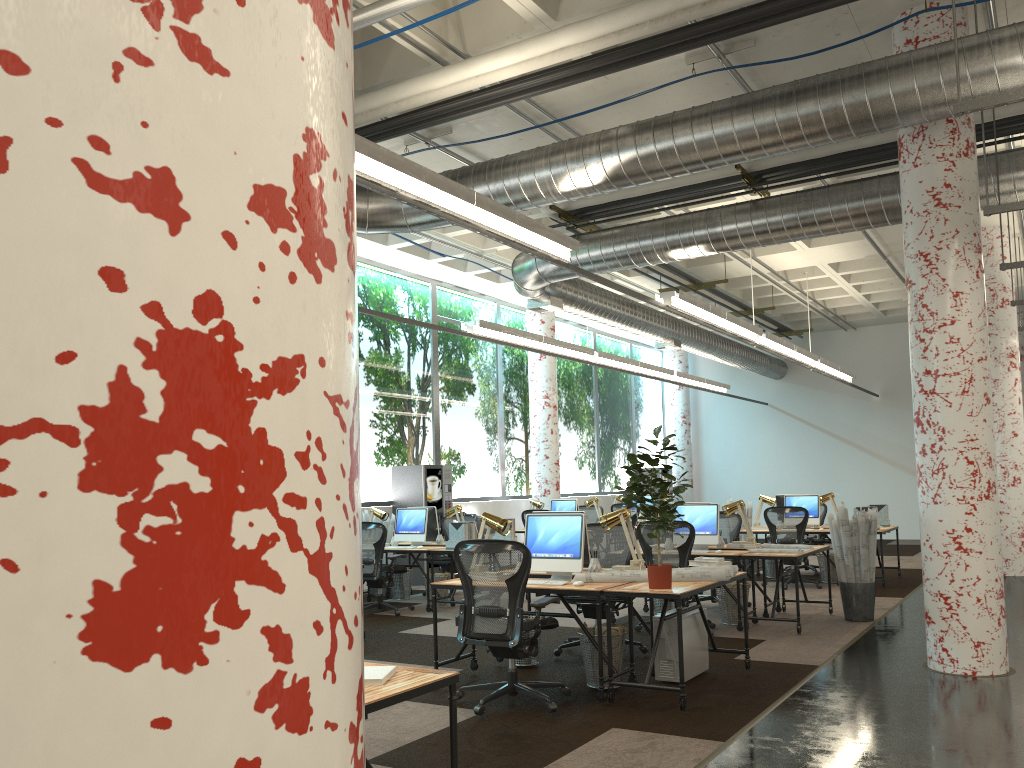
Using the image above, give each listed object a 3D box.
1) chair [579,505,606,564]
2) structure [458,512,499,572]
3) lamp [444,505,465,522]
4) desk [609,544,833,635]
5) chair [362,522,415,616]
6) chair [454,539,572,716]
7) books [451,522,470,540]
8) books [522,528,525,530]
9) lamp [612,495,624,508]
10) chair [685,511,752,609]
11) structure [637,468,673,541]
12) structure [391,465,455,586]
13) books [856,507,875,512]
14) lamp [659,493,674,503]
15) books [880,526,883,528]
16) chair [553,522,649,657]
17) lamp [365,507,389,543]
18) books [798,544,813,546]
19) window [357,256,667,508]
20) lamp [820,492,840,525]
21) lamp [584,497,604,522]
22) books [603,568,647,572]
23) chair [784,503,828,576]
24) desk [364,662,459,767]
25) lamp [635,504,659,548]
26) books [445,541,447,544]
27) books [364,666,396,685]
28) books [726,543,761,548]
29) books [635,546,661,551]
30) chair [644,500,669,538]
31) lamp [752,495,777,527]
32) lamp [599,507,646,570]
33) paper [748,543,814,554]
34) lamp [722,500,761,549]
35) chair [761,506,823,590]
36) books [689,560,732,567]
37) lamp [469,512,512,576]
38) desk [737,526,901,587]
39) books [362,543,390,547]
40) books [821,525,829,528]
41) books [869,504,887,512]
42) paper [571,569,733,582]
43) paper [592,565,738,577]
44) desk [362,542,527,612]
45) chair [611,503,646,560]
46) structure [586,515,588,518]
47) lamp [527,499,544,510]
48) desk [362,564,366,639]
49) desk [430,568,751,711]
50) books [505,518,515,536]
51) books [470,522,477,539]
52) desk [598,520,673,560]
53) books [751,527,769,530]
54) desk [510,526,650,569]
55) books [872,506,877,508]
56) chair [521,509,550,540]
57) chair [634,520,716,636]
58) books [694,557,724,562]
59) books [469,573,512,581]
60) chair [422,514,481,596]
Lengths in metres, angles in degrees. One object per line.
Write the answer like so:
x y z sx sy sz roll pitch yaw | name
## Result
1.290 2.672 15.537 0.771 1.082 0.795 -3 -5 15 | chair
-0.547 2.680 15.045 0.504 1.054 1.060 -4 -6 31 | structure
-0.654 1.855 11.385 0.219 0.608 0.529 2 -6 -39 | lamp
2.183 2.089 9.251 1.944 0.721 1.404 -5 -7 31 | desk
-1.604 2.166 10.510 0.771 1.082 0.795 -3 -5 15 | chair
-0.041 1.558 5.881 0.771 1.082 0.795 -3 -5 15 | chair
-0.604 1.787 10.436 0.234 0.309 0.068 -5 -5 32 | books
0.354 2.392 14.677 0.309 0.038 0.226 -6 -8 32 | books
2.027 2.491 17.470 0.219 0.608 0.529 2 -6 -39 | lamp
2.347 2.020 10.217 0.771 1.082 0.795 -3 -5 15 | chair
3.542 2.964 21.688 0.639 1.804 0.752 -4 -5 31 | structure
-1.368 2.175 13.756 0.639 1.804 0.752 -4 -5 31 | structure
4.727 1.799 11.833 0.234 0.309 0.068 -5 -5 32 | books
3.150 2.466 17.532 0.219 0.608 0.529 2 -6 -39 | lamp
5.060 2.004 12.422 0.200 0.024 0.236 -2 -7 5 | books
0.756 1.728 7.521 0.771 1.082 0.795 -3 -5 15 | chair
-1.774 1.880 11.326 0.209 0.608 0.529 2 -6 -39 | lamp
3.013 1.705 9.342 0.243 0.019 0.206 1 -7 -21 | books
-2.872 -0.144 12.213 0.050 3.748 26.270 -4 -7 31 | window
4.676 1.867 12.782 0.219 0.608 0.529 2 -6 -39 | lamp
1.442 2.192 14.772 0.219 0.608 0.529 2 -6 -39 | lamp
0.883 1.430 6.767 0.309 0.038 0.226 -6 -8 32 | books
4.524 2.347 13.546 0.771 1.082 0.795 -3 -5 15 | chair
-1.377 1.496 3.318 1.944 0.721 1.404 -5 -7 31 | desk
1.380 1.564 9.393 0.209 0.608 0.529 2 -6 -39 | lamp
-0.680 2.038 11.396 0.309 0.038 0.226 -6 -8 32 | books
-0.561 1.102 3.346 0.200 0.024 0.236 -2 -7 5 | books
2.474 1.722 9.463 0.309 0.038 0.226 -6 -8 32 | books
1.412 1.740 9.357 0.309 0.038 0.226 -6 -8 32 | books
2.998 2.946 18.297 0.771 1.082 0.795 -3 -5 15 | chair
3.553 1.892 12.720 0.219 0.608 0.529 2 -6 -39 | lamp
0.904 1.247 6.753 0.209 0.608 0.529 2 -6 -39 | lamp
2.683 1.638 8.819 0.569 0.061 0.627 -5 -8 29 | paper
2.496 1.539 9.449 0.209 0.608 0.529 2 -6 -39 | lamp
3.727 2.178 11.907 0.771 1.082 0.795 -3 -5 15 | chair
1.488 1.347 6.645 0.193 0.044 0.258 4 -9 -41 | books
-0.215 1.272 6.694 0.219 0.608 0.529 2 -6 -39 | lamp
4.360 2.417 12.581 1.944 0.721 1.404 -5 -7 31 | desk
-1.742 2.056 11.290 0.309 0.038 0.226 -6 -8 32 | books
4.651 2.050 12.793 0.309 0.038 0.226 -6 -8 32 | books
5.258 1.884 12.692 0.234 0.309 0.068 -5 -5 32 | books
0.966 1.335 6.160 1.134 0.082 0.083 -2 -5 6 | paper
1.055 1.349 6.302 1.134 0.082 0.083 -1 -5 -4 | paper
-0.971 2.404 11.184 1.944 0.721 1.404 -5 -7 31 | desk
2.201 2.777 16.657 0.771 1.082 0.795 -3 -5 15 | chair
1.162 2.954 17.805 0.504 1.054 1.060 -4 -6 31 | structure
0.318 2.216 14.710 0.219 0.608 0.529 2 -6 -39 | lamp
-2.614 2.140 8.530 1.944 0.721 1.404 -5 -7 31 | desk
0.592 1.797 6.555 1.944 0.722 1.404 -5 -7 31 | desk
-0.072 1.872 11.296 0.234 0.309 0.068 -5 -5 32 | books
-0.526 1.799 10.562 0.234 0.309 0.068 -5 -5 32 | books
2.834 3.015 17.331 1.944 0.721 1.404 -5 -7 31 | desk
3.588 2.068 12.687 0.309 0.038 0.226 -6 -8 32 | books
1.126 2.741 14.571 1.944 0.721 1.404 -5 -7 31 | desk
4.804 1.811 11.959 0.234 0.309 0.068 -5 -5 32 | books
0.493 2.503 13.897 0.771 1.082 0.795 -3 -5 15 | chair
1.550 1.850 8.577 0.771 1.082 0.795 -3 -5 15 | chair
1.478 1.315 6.635 0.185 0.030 0.153 -5 -8 29 | books
-0.180 1.448 6.661 0.309 0.038 0.226 -6 -8 32 | books
-0.807 2.335 12.150 0.771 1.082 0.795 -3 -5 15 | chair
